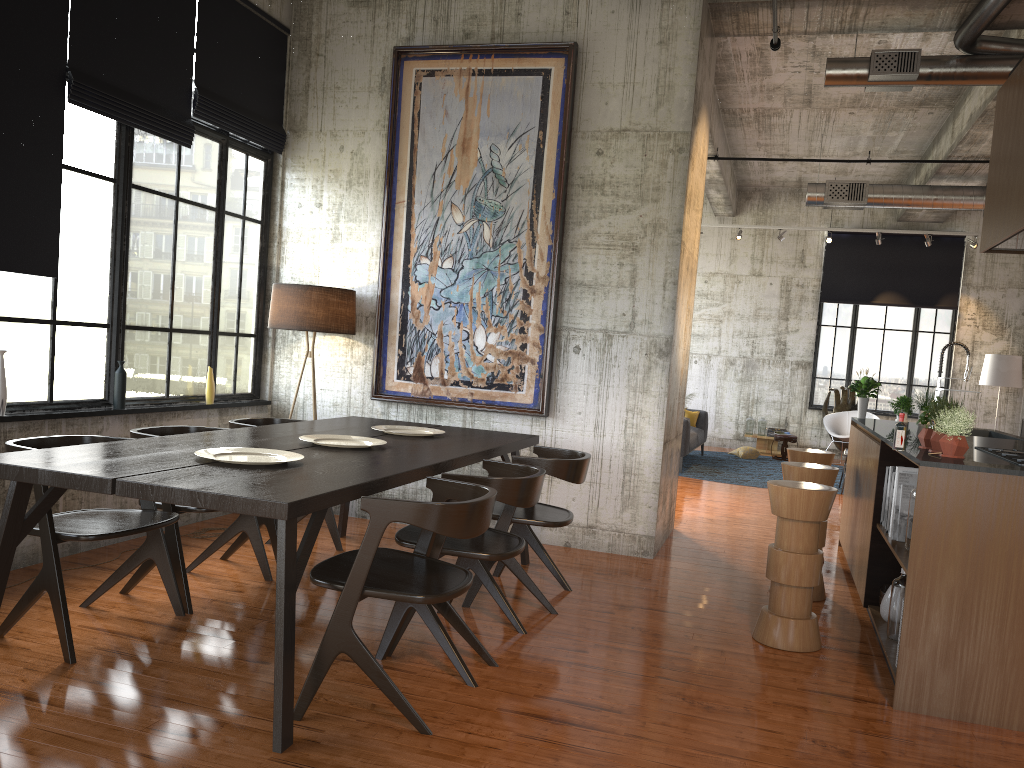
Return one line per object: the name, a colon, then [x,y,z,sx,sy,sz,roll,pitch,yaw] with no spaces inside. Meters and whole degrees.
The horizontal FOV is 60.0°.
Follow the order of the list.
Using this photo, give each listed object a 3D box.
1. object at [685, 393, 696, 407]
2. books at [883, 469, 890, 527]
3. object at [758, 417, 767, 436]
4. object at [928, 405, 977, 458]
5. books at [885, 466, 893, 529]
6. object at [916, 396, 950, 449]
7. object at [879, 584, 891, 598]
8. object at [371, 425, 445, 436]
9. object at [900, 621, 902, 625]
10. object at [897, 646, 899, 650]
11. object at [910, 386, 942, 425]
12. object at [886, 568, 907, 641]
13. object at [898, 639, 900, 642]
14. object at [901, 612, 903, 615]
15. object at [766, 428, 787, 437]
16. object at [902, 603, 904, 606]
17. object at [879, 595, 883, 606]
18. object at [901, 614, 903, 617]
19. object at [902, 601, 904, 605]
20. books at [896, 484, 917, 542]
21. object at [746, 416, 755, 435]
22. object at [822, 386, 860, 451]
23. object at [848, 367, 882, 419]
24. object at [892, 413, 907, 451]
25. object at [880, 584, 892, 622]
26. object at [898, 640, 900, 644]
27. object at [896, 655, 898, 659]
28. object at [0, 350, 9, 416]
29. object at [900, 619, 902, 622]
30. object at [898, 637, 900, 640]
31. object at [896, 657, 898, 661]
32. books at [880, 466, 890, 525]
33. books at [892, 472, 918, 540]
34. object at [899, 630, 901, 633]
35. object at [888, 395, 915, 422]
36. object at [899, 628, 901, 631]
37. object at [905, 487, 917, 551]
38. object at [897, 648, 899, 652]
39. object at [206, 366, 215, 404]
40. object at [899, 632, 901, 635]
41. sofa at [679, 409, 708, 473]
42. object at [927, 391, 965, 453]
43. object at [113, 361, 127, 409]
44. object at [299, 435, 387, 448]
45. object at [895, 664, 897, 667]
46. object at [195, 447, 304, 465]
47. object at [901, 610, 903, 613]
object: [1.203,0.350,9.733,1.885,2.068,1.513,7,4,39]
books: [2.641,0.766,5.886,0.284,0.401,0.036,5,4,16]
object: [4.915,0.837,17.407,0.163,0.362,0.163,6,4,19]
object: [2.352,0.247,4.719,0.221,0.284,0.210,6,4,25]
books: [2.615,0.760,5.800,0.293,0.415,0.101,5,4,16]
object: [2.465,0.224,5.188,0.178,0.312,0.172,6,4,22]
object: [2.559,1.423,5.899,0.216,0.128,0.217,5,3,12]
object: [-0.740,0.337,6.330,0.526,0.025,0.526,6,2,27]
object: [2.224,1.300,4.693,0.314,0.032,0.313,4,2,-15]
object: [2.214,1.438,4.702,0.314,0.033,0.313,4,2,-21]
object: [3.846,0.183,8.218,0.362,0.382,0.305,2,4,-39]
object: [2.338,1.318,5.314,0.137,0.433,0.137,6,4,28]
object: [2.217,1.397,4.700,0.314,0.034,0.313,4,2,-19]
object: [2.228,1.253,4.689,0.314,0.032,0.313,3,3,-36]
object: [5.200,0.961,17.414,0.423,0.153,0.381,5,3,17]
object: [2.232,1.206,4.686,0.314,0.030,0.313,4,2,-20]
object: [2.556,1.477,5.904,0.216,0.105,0.216,6,3,27]
object: [2.227,1.265,4.690,0.314,0.033,0.313,3,3,-38]
object: [2.233,1.192,4.685,0.314,0.033,0.313,4,2,-21]
books: [2.492,0.799,5.403,0.246,0.348,0.085,5,4,16]
object: [4.694,0.818,17.473,0.163,0.362,0.163,5,4,15]
object: [6.323,0.649,16.988,0.726,1.299,0.456,6,4,28]
object: [3.318,0.079,8.344,0.304,0.503,0.268,2,4,-31]
object: [2.139,0.263,4.884,0.056,0.209,0.056,6,4,17]
object: [2.451,1.408,5.656,0.181,0.244,0.180,3,4,-26]
object: [2.216,1.409,4.700,0.314,0.032,0.313,4,2,-20]
object: [2.210,1.489,4.706,0.314,0.029,0.313,4,2,-20]
object: [-3.152,-0.007,5.457,0.082,0.411,0.082,3,4,-23]
object: [2.225,1.288,4.692,0.314,0.032,0.313,4,2,-20]
object: [2.218,1.386,4.699,0.314,0.033,0.313,3,3,-38]
object: [2.209,1.500,4.707,0.314,0.032,0.313,3,3,-36]
books: [2.649,0.766,5.961,0.284,0.397,0.036,5,4,16]
books: [2.507,0.765,5.439,0.293,0.415,0.101,5,4,16]
object: [2.221,1.351,4.696,0.314,0.034,0.313,4,2,-19]
object: [3.655,0.227,8.301,0.232,0.258,0.236,2,4,-35]
object: [2.221,1.340,4.696,0.314,0.031,0.314,5,2,8]
object: [2.374,0.757,5.146,0.137,0.433,0.137,6,4,28]
object: [2.213,1.452,4.703,0.314,0.030,0.313,4,2,-20]
object: [-2.541,0.009,7.473,0.073,0.319,0.074,3,4,-21]
object: [2.220,1.364,4.697,0.314,0.029,0.313,4,2,-20]
sofa: [2.461,0.854,14.925,1.361,0.863,3.001,5,2,18]
object: [2.403,0.200,4.951,0.186,0.368,0.196,2,4,-33]
object: [-2.851,0.009,6.450,0.080,0.353,0.080,1,5,-42]
object: [-1.025,0.351,5.384,0.526,0.025,0.526,6,2,27]
object: [2.206,1.534,4.709,0.314,0.032,0.313,4,2,-20]
object: [-1.311,0.365,4.438,0.526,0.025,0.526,6,2,27]
object: [2.229,1.242,4.689,0.314,0.029,0.313,4,2,-20]
